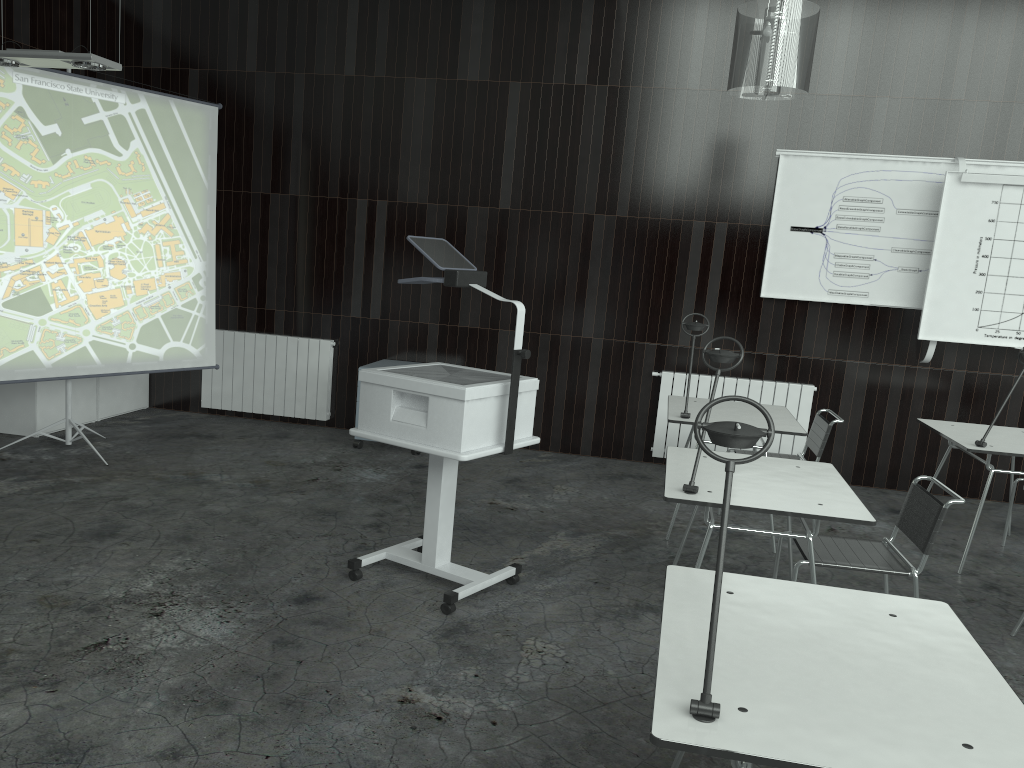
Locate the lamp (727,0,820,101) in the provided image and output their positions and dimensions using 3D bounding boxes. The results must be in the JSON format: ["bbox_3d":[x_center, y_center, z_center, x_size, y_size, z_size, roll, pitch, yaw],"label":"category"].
[{"bbox_3d":[1.232,-2.336,3.898,0.359,1.761,0.350,6,9,10],"label":"lamp"}]

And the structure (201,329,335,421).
[{"bbox_3d":[-1.927,-0.088,6.886,1.129,0.688,0.079,6,9,10],"label":"structure"}]

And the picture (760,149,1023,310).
[{"bbox_3d":[3.608,-1.009,5.731,3.818,1.102,0.050,6,9,10],"label":"picture"}]

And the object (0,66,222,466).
[{"bbox_3d":[-2.601,-0.784,5.323,0.673,2.602,2.051,11,11,34],"label":"object"}]

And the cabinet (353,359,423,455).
[{"bbox_3d":[-0.812,0.175,6.455,0.502,0.648,0.598,6,9,9],"label":"cabinet"}]

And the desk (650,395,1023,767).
[{"bbox_3d":[0.658,0.692,1.869,0.700,1.321,0.900,6,9,11],"label":"desk"}]

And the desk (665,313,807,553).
[{"bbox_3d":[1.223,0.236,4.978,0.700,1.321,0.900,6,9,9],"label":"desk"}]

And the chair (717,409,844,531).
[{"bbox_3d":[1.495,0.536,4.987,0.555,0.765,0.428,6,9,8],"label":"chair"}]

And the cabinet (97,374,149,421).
[{"bbox_3d":[-3.224,-0.409,6.785,0.587,1.285,0.639,6,9,10],"label":"cabinet"}]

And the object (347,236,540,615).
[{"bbox_3d":[-0.247,0.157,3.721,0.680,1.639,0.559,11,11,33],"label":"object"}]

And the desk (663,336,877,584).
[{"bbox_3d":[0.941,0.463,3.429,0.700,1.321,0.900,6,9,10],"label":"desk"}]

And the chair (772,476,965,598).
[{"bbox_3d":[1.331,0.779,3.403,0.555,0.765,0.428,6,9,7],"label":"chair"}]

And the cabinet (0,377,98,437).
[{"bbox_3d":[-3.343,-0.316,6.155,0.587,1.285,0.639,6,9,10],"label":"cabinet"}]

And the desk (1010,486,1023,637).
[{"bbox_3d":[2.348,0.704,3.177,0.700,1.153,0.900,6,9,10],"label":"desk"}]

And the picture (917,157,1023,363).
[{"bbox_3d":[3.301,-0.833,5.704,1.191,1.508,0.254,6,9,10],"label":"picture"}]

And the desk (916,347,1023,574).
[{"bbox_3d":[2.664,0.385,4.780,0.700,1.321,0.900,6,9,8],"label":"desk"}]

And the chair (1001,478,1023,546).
[{"bbox_3d":[3.056,0.700,4.764,0.555,0.765,0.428,6,9,8],"label":"chair"}]

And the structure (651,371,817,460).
[{"bbox_3d":[1.531,0.290,6.293,1.129,0.688,0.079,6,9,10],"label":"structure"}]

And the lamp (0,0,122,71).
[{"bbox_3d":[-1.894,-3.313,3.585,0.600,3.595,0.212,6,9,10],"label":"lamp"}]
